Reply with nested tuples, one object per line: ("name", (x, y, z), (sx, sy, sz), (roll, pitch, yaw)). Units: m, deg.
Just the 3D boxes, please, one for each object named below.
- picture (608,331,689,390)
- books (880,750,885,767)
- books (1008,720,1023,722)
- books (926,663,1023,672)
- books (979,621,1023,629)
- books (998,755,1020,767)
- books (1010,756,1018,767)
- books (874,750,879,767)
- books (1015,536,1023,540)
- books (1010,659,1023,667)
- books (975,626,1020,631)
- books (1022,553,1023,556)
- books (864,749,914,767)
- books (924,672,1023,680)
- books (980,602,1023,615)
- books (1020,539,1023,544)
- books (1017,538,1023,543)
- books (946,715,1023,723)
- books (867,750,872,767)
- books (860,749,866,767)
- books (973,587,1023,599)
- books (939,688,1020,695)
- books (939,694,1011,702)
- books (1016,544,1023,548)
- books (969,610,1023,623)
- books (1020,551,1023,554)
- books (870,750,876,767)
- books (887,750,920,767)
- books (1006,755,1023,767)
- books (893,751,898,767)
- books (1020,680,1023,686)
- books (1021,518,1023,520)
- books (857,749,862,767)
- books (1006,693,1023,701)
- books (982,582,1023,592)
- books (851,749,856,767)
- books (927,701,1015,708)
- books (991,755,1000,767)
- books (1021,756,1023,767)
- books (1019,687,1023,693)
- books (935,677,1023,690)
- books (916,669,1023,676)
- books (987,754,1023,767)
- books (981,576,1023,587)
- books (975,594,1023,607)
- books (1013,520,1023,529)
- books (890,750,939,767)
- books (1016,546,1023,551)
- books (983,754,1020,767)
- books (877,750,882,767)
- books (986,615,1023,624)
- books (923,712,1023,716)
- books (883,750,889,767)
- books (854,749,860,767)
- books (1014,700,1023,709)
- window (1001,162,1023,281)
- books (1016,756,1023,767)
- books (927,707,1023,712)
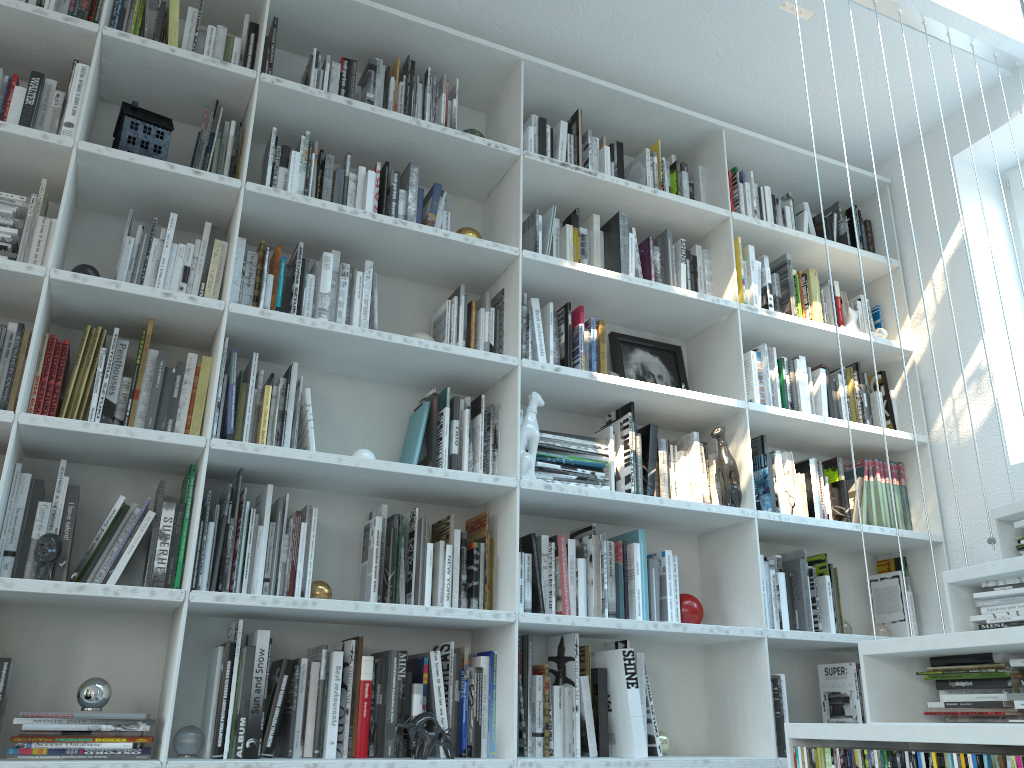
("picture", (0.495, -0.029, 3.159), (0.300, 0.298, 0.078), (10, -22, -23))
("books", (0.733, 0.740, 1.628), (0.125, 0.125, 0.008), (10, -22, -23))
("books", (1.128, 0.656, 1.721), (0.191, 0.004, 0.224), (12, -23, -27))
("books", (1.051, 0.630, 1.956), (0.161, 0.012, 0.195), (11, -23, -26))
("books", (1.242, 0.557, 2.056), (0.138, 0.010, 0.255), (11, -23, -26))
("books", (0.835, 0.662, 1.422), (0.125, 0.125, 0.009), (10, -22, -23))
("books", (0.846, 0.654, 1.400), (0.125, 0.125, 0.013), (10, -22, -23))
("books", (0.726, 0.745, 1.642), (0.125, 0.125, 0.008), (10, -22, -23))
("books", (1.410, 0.357, 2.181), (0.168, 0.005, 0.293), (3, -21, -6))
("books", (1.135, 0.553, 1.762), (0.177, 0.014, 0.194), (12, -24, -28))
("books", (1.244, 0.570, 2.053), (0.136, 0.017, 0.289), (11, -23, -25))
("books", (1.409, 0.401, 2.164), (0.166, 0.018, 0.265), (3, -21, -5))
("books", (0.716, 0.752, 1.661), (0.125, 0.124, 0.007), (10, -22, -23))
("books", (1.049, 0.645, 1.949), (0.160, 0.009, 0.208), (12, -23, -27))
("books", (1.245, 0.523, 2.070), (0.143, 0.019, 0.231), (10, -23, -24))
("books", (1.407, 0.372, 2.175), (0.171, 0.011, 0.232), (6, -21, -13))
("books", (1.410, 0.363, 2.179), (0.162, 0.008, 0.291), (3, -21, -5))
("books", (1.068, 0.729, 1.928), (0.130, 0.014, 0.189), (10, -23, -23))
("books", (0.719, 0.749, 1.654), (0.125, 0.125, 0.008), (10, -22, -23))
("books", (0.713, 0.755, 1.668), (0.125, 0.125, 0.009), (10, -22, -23))
("books", (1.225, 0.490, 2.072), (0.173, 0.011, 0.204), (12, -24, -28))
("books", (1.062, 0.677, 1.944), (0.132, 0.010, 0.199), (8, -22, -19))
("books", (1.055, 0.687, 1.936), (0.145, 0.015, 0.166), (12, -24, -28))
("books", (1.407, 0.380, 2.172), (0.170, 0.006, 0.269), (6, -21, -13))
("books", (1.243, 0.537, 2.064), (0.145, 0.012, 0.298), (10, -23, -24))
("books", (1.417, 0.391, 2.169), (0.152, 0.005, 0.294), (5, -21, -12))
("books", (0.722, 0.747, 1.648), (0.125, 0.125, 0.008), (10, -22, -23))
("books", (0.739, 0.735, 1.615), (0.125, 0.124, 0.007), (10, -22, -23))
("books", (0.840, 0.659, 1.412), (0.125, 0.125, 0.016), (10, -22, -23))
("books", (0.745, 0.730, 1.603), (0.125, 0.125, 0.008), (10, -22, -23))
("books", (1.133, 0.590, 1.748), (0.189, 0.012, 0.156), (9, -22, -20))
("books", (1.415, 0.318, 2.196), (0.165, 0.014, 0.236), (4, -21, -7))
("books", (0.710, 0.757, 1.674), (0.125, 0.125, 0.009), (10, -22, -23))
("books", (1.134, 0.614, 1.739), (0.184, 0.013, 0.226), (11, -23, -26))
("books", (1.235, 0.480, 2.081), (0.157, 0.014, 0.181), (12, -23, -27))
("books", (0.702, 0.762, 1.689), (0.125, 0.125, 0.010), (10, -22, -23))
("books", (1.042, 0.698, 1.926), (0.159, 0.012, 0.226), (7, -22, -16))
("books", (0.831, 0.666, 1.430), (0.125, 0.125, 0.011), (10, -22, -23))
("books", (0.853, 0.649, 1.386), (0.125, 0.124, 0.007), (10, -22, -23))
("books", (1.145, 0.604, 1.749), (0.150, 0.013, 0.220), (8, -22, -18))
("books", (1.055, 0.660, 1.946), (0.140, 0.022, 0.182), (13, -24, -29))
("books", (1.033, 0.635, 1.944), (0.198, 0.006, 0.189), (12, -23, -27))
("books", (0.827, 0.669, 1.439), (0.125, 0.125, 0.009), (10, -22, -23))
("books", (1.238, 0.467, 2.087), (0.157, 0.014, 0.181), (11, -23, -25))
("books", (1.240, 0.506, 2.074), (0.150, 0.016, 0.240), (11, -23, -25))
("books", (1.405, 0.331, 2.189), (0.190, 0.015, 0.231), (5, -21, -10))
("books", (0.742, 0.732, 1.609), (0.125, 0.125, 0.007), (10, -22, -23))
("books", (1.409, 0.386, 2.170), (0.184, 0.006, 0.263), (4, -21, -9))
("books", (0.823, 0.672, 1.447), (0.125, 0.125, 0.013), (10, -22, -23))
("books", (0.729, 0.742, 1.635), (0.125, 0.125, 0.008), (10, -22, -23))
("books", (1.234, 0.546, 2.056), (0.160, 0.010, 0.180), (9, -22, -20))
("books", (1.037, 0.714, 1.918), (0.189, 0.007, 0.196), (11, -23, -26))
("books", (0.736, 0.737, 1.622), (0.125, 0.124, 0.007), (10, -22, -23))
("books", (0.706, 0.760, 1.682), (0.125, 0.124, 0.007), (10, -22, -23))
("books", (1.134, 0.628, 1.734), (0.175, 0.016, 0.208), (12, -24, -28))
("window", (2.159, -0.435, 2.823), (0.042, 1.221, 1.121), (10, -22, -23))
("books", (0.850, 0.651, 1.393), (0.125, 0.125, 0.009), (10, -22, -23))
("books", (1.045, 0.708, 1.924), (0.158, 0.009, 0.217), (13, -24, -29))
